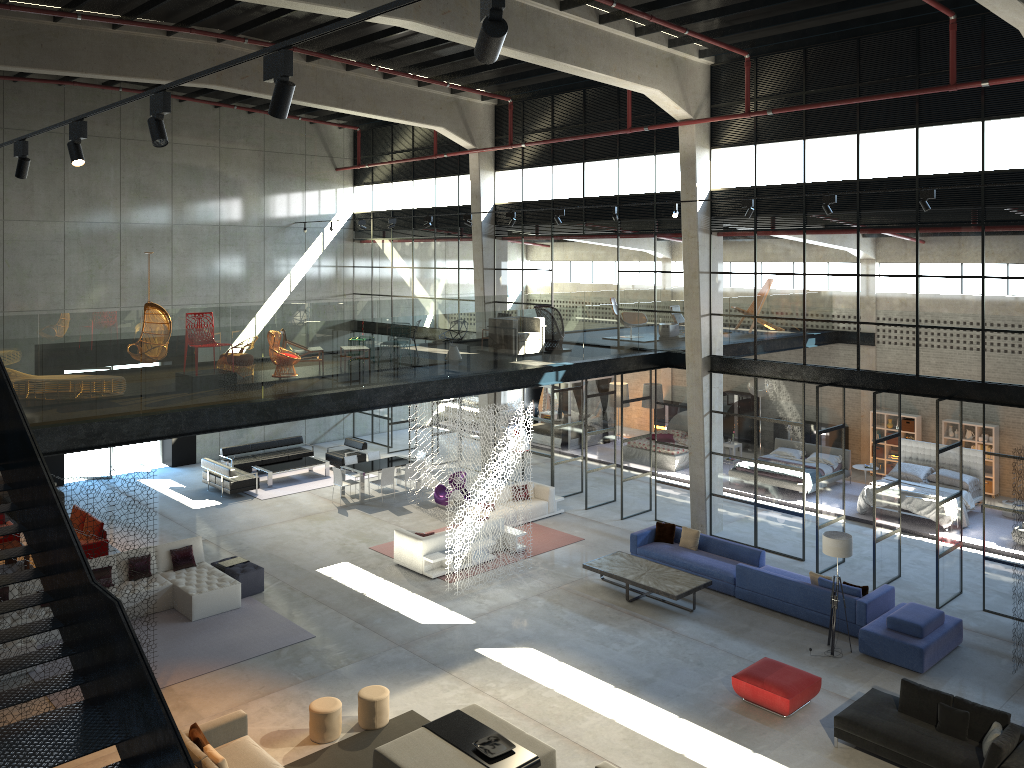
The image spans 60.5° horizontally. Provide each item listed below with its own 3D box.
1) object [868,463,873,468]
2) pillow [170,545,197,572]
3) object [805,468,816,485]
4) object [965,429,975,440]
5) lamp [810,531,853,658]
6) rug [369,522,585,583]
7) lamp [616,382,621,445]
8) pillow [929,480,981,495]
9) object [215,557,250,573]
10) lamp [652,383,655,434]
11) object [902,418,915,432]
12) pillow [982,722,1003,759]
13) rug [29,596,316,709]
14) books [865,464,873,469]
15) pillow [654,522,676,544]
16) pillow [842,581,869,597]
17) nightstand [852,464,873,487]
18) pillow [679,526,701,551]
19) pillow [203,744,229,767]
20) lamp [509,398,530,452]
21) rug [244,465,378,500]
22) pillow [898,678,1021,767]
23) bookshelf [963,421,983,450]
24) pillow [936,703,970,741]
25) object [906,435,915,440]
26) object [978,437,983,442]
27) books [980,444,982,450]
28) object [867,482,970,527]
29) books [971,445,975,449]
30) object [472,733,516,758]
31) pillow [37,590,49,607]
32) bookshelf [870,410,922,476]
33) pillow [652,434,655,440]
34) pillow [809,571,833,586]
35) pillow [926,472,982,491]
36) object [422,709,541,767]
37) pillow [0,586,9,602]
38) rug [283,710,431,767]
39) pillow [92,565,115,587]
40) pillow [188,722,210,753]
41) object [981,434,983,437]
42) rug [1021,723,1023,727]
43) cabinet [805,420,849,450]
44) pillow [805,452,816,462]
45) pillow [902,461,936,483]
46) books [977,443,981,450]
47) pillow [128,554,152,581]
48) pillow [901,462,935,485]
[{"bbox_3d":[8.775,1.984,21.426,0.168,0.090,0.170,1,7,8],"label":"object"},{"bbox_3d":[-5.829,3.090,15.561,0.415,0.344,0.236,-5,5,-44],"label":"pillow"},{"bbox_3d":[6.722,2.192,22.112,0.721,0.246,2.121,-7,11,-42],"label":"object"},{"bbox_3d":[11.498,1.270,22.032,0.165,0.251,0.166,0,3,2],"label":"object"},{"bbox_3d":[4.825,3.164,13.148,0.430,1.742,0.669,0,1,44],"label":"lamp"},{"bbox_3d":[-0.694,3.306,18.158,3.643,0.020,2.660,-8,11,-43],"label":"rug"},{"bbox_3d":[3.361,0.941,27.154,0.802,1.922,0.684,0,1,-1],"label":"lamp"},{"bbox_3d":[10.161,2.250,20.121,0.718,0.330,0.964,-6,10,-42],"label":"pillow"},{"bbox_3d":[-5.013,3.244,15.766,0.301,0.099,0.520,7,10,41],"label":"object"},{"bbox_3d":[4.386,0.969,26.962,0.802,1.921,0.684,0,1,-1],"label":"lamp"},{"bbox_3d":[10.506,1.087,23.135,0.325,0.297,0.325,-4,6,-43],"label":"object"},{"bbox_3d":[5.360,3.974,9.780,0.208,0.315,0.343,1,5,25],"label":"pillow"},{"bbox_3d":[-5.293,3.994,13.447,3.643,0.020,2.660,-8,11,-43],"label":"rug"},{"bbox_3d":[8.744,2.016,21.445,0.229,0.042,0.303,3,9,21],"label":"books"},{"bbox_3d":[2.991,2.907,17.134,0.399,0.371,0.260,2,3,25],"label":"pillow"},{"bbox_3d":[5.501,3.358,14.044,0.399,0.371,0.260,2,3,25],"label":"pillow"},{"bbox_3d":[8.641,2.385,21.445,0.601,0.699,0.605,1,4,19],"label":"nightstand"},{"bbox_3d":[3.395,2.956,16.763,0.207,0.381,0.403,-2,4,-42],"label":"pillow"},{"bbox_3d":[-3.094,4.052,9.263,0.207,0.381,0.403,-2,4,-44],"label":"pillow"},{"bbox_3d":[0.158,0.844,18.679,0.440,1.099,0.440,-1,1,-35],"label":"lamp"},{"bbox_3d":[-5.680,2.537,23.416,3.404,0.025,2.421,-8,11,-43],"label":"rug"},{"bbox_3d":[5.248,3.912,10.118,0.742,0.417,1.596,-2,8,-14],"label":"pillow"},{"bbox_3d":[11.530,1.856,22.071,0.330,1.755,1.243,0,2,-43],"label":"bookshelf"},{"bbox_3d":[5.125,3.918,10.196,0.344,0.307,0.187,5,5,44],"label":"pillow"},{"bbox_3d":[10.535,1.435,23.139,0.058,0.133,0.261,-1,6,-43],"label":"object"},{"bbox_3d":[11.649,1.371,21.795,0.116,0.112,0.116,-4,6,-40],"label":"object"},{"bbox_3d":[11.721,1.660,21.847,0.253,0.334,0.059,-3,2,-43],"label":"books"},{"bbox_3d":[8.976,2.634,19.660,0.654,0.656,2.292,-3,8,-40],"label":"object"},{"bbox_3d":[11.532,1.669,21.976,0.187,0.276,0.089,-2,2,-43],"label":"books"},{"bbox_3d":[-0.201,4.079,9.874,0.387,0.036,0.388,-7,11,-39],"label":"object"},{"bbox_3d":[-7.346,3.405,14.007,0.385,0.231,0.327,-6,8,-43],"label":"pillow"},{"bbox_3d":[10.238,1.658,23.441,0.330,1.755,1.243,0,2,-43],"label":"bookshelf"},{"bbox_3d":[4.255,1.526,25.111,0.878,0.211,0.635,4,8,26],"label":"pillow"},{"bbox_3d":[5.097,3.299,14.415,0.207,0.381,0.403,-2,4,-42],"label":"pillow"},{"bbox_3d":[10.102,2.161,20.073,0.694,0.291,0.984,-6,10,-40],"label":"pillow"},{"bbox_3d":[-0.378,4.123,10.053,0.537,0.086,1.480,-7,11,-42],"label":"object"},{"bbox_3d":[-7.979,3.378,13.561,0.402,0.382,0.198,-4,4,-43],"label":"pillow"},{"bbox_3d":[-1.036,4.604,9.273,2.658,0.020,3.646,-8,11,-42],"label":"rug"},{"bbox_3d":[-6.844,3.248,14.617,0.385,0.334,0.219,-4,5,-40],"label":"pillow"},{"bbox_3d":[-3.437,3.994,9.691,0.259,0.370,0.401,-1,5,-22],"label":"pillow"},{"bbox_3d":[11.781,1.334,21.854,0.174,0.169,0.175,1,4,14],"label":"object"},{"bbox_3d":[8.083,4.474,10.161,2.658,0.020,3.646,-8,11,-42],"label":"rug"},{"bbox_3d":[8.577,1.691,25.236,0.451,1.156,2.091,-1,5,-43],"label":"cabinet"},{"bbox_3d":[7.664,1.914,23.081,0.550,0.312,1.937,-6,10,-43],"label":"pillow"},{"bbox_3d":[9.681,2.080,20.823,0.490,0.321,1.058,-5,9,-43],"label":"pillow"},{"bbox_3d":[11.689,1.656,21.881,0.253,0.335,0.069,-3,2,-43],"label":"books"},{"bbox_3d":[-6.380,3.152,15.057,0.407,0.376,0.192,-4,4,-43],"label":"pillow"},{"bbox_3d":[9.393,2.102,20.684,0.667,0.372,1.031,-5,9,-39],"label":"pillow"}]
